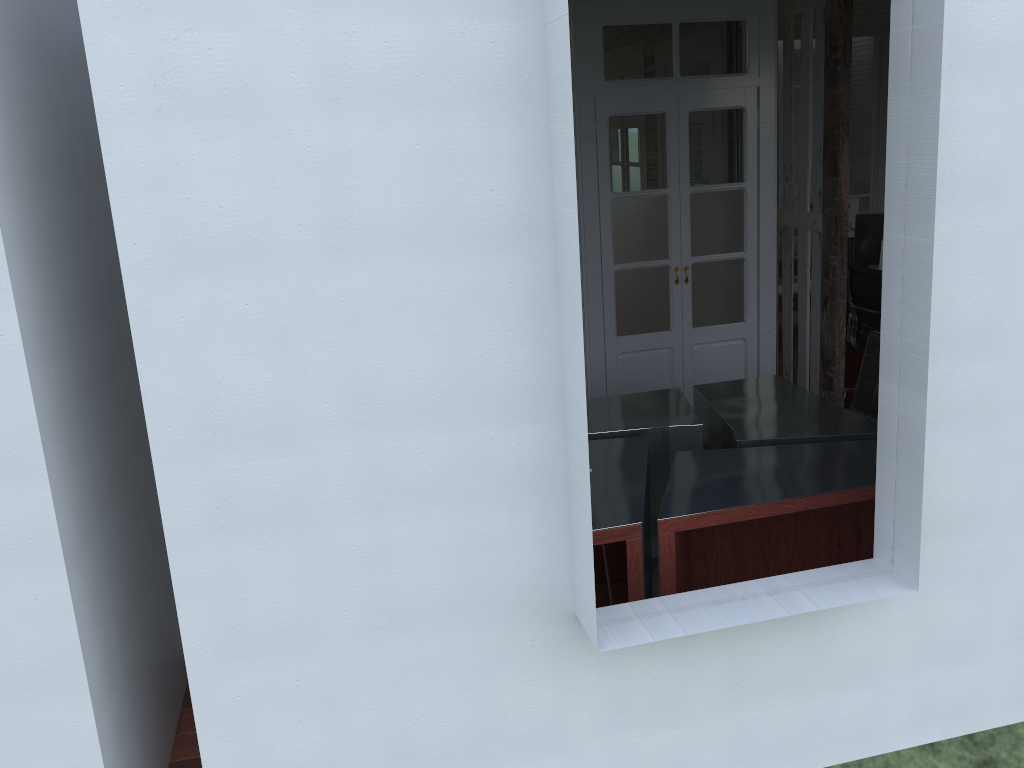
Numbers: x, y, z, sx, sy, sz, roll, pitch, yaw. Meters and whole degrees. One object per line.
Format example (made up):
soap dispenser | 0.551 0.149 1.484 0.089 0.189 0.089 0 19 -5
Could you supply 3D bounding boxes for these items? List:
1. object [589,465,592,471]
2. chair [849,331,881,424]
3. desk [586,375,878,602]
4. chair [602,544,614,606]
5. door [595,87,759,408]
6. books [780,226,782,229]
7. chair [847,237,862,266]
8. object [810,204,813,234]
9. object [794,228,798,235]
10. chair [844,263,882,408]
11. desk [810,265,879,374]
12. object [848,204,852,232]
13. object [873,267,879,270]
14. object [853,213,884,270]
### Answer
object | 0.192 0.319 3.710 0.224 0.012 0.311 -6 16 -7
chair | 1.623 0.259 4.321 0.602 0.908 0.480 -7 14 -12
desk | 0.760 0.554 3.942 1.714 0.646 1.463 -7 16 -12
chair | 0.064 0.539 3.693 0.602 0.908 0.480 -7 14 -12
door | 1.043 -0.689 5.484 1.059 2.153 0.041 -7 13 -12
books | 2.715 -1.565 8.867 0.170 0.007 0.191 -17 21 -38
chair | 2.861 -0.771 7.639 0.475 0.908 0.609 1 15 18
object | 2.956 -1.604 8.599 0.143 0.275 0.145 -3 14 2
object | 2.744 -1.564 8.685 0.158 0.177 0.388 0 16 13
chair | 2.571 -0.291 5.836 0.700 1.010 0.672 -8 15 -17
desk | 3.303 -0.327 6.310 1.302 0.718 2.537 -7 16 -11
object | 3.241 -1.636 8.664 0.167 0.269 0.190 2 15 22
object | 2.909 -0.929 7.159 0.439 0.017 0.120 -7 16 -12
object | 2.925 -1.093 6.893 0.483 0.479 0.192 0 14 13
